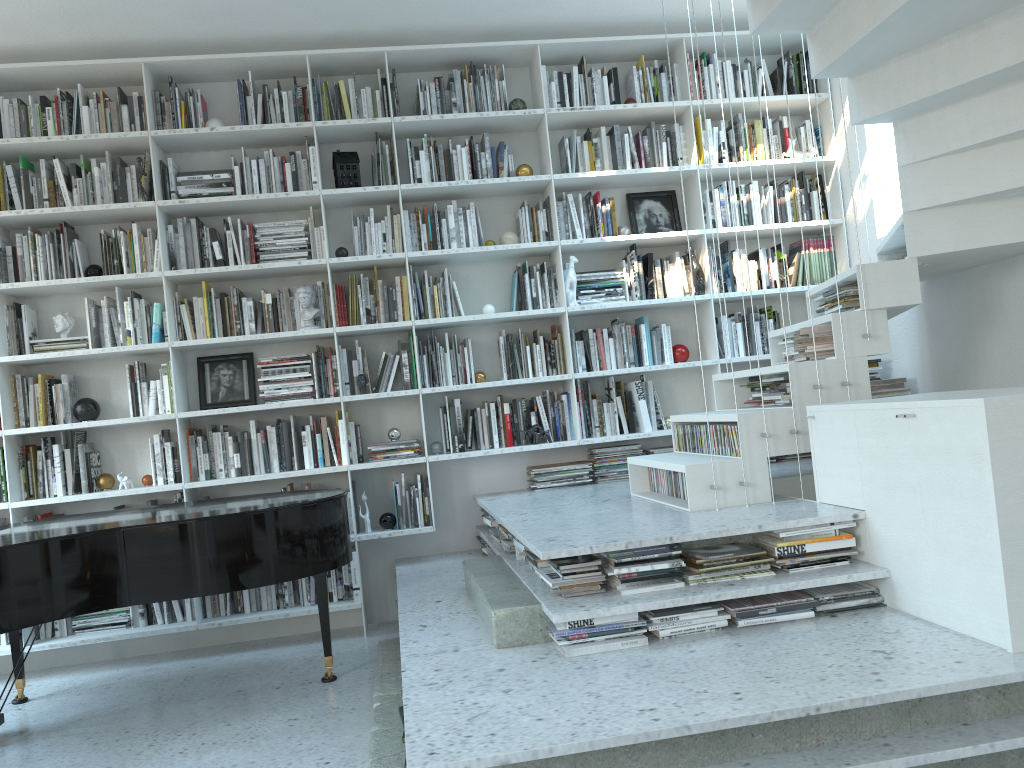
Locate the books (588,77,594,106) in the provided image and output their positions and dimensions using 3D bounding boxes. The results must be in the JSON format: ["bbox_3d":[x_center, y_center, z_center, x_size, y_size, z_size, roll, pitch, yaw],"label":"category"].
[{"bbox_3d":[0.439,-1.648,5.149,0.030,0.220,0.133,-6,-1,-8],"label":"books"}]

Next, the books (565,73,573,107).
[{"bbox_3d":[0.318,-1.650,5.135,0.027,0.249,0.140,-6,-1,-8],"label":"books"}]

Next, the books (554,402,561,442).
[{"bbox_3d":[0.244,0.216,5.042,0.013,0.220,0.168,-6,-1,-8],"label":"books"}]

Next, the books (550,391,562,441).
[{"bbox_3d":[0.249,0.185,5.070,0.012,0.282,0.143,-6,-1,-8],"label":"books"}]

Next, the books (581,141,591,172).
[{"bbox_3d":[0.413,-1.271,5.108,0.025,0.207,0.175,-6,-1,-8],"label":"books"}]

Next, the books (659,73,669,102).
[{"bbox_3d":[0.871,-1.686,5.192,0.029,0.210,0.169,-6,-1,-8],"label":"books"}]

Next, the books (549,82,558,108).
[{"bbox_3d":[0.227,-1.608,5.088,0.022,0.182,0.190,-6,-1,-8],"label":"books"}]

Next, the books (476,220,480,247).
[{"bbox_3d":[-0.203,-0.830,5.047,0.015,0.189,0.103,-6,-1,-8],"label":"books"}]

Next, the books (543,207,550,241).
[{"bbox_3d":[0.188,-0.886,5.085,0.013,0.221,0.155,-6,-1,-8],"label":"books"}]

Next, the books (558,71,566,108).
[{"bbox_3d":[0.272,-1.643,5.102,0.026,0.241,0.184,-6,-1,-8],"label":"books"}]

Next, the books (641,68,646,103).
[{"bbox_3d":[0.748,-1.698,5.191,0.017,0.259,0.136,-6,-1,-8],"label":"books"}]

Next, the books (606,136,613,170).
[{"bbox_3d":[0.549,-1.299,5.144,0.025,0.238,0.143,-6,-1,-8],"label":"books"}]

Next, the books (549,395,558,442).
[{"bbox_3d":[0.223,0.196,5.052,0.021,0.264,0.150,-6,-1,-8],"label":"books"}]

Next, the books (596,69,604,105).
[{"bbox_3d":[0.500,-1.671,5.148,0.021,0.254,0.151,-6,-1,-8],"label":"books"}]

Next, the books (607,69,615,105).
[{"bbox_3d":[0.567,-1.677,5.167,0.012,0.254,0.161,-6,-1,-8],"label":"books"}]

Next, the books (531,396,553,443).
[{"bbox_3d":[0.167,0.200,5.034,0.070,0.266,0.186,-6,-1,-8],"label":"books"}]

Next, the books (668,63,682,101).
[{"bbox_3d":[0.951,-1.721,5.206,0.026,0.263,0.163,-6,-1,-8],"label":"books"}]

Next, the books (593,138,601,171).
[{"bbox_3d":[0.474,-1.285,5.130,0.030,0.224,0.158,-6,-1,-8],"label":"books"}]

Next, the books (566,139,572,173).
[{"bbox_3d":[0.314,-1.275,5.109,0.013,0.236,0.142,-6,-1,-8],"label":"books"}]

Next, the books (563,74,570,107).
[{"bbox_3d":[0.296,-1.639,5.114,0.024,0.231,0.168,-6,-1,-8],"label":"books"}]

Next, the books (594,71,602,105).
[{"bbox_3d":[0.480,-1.660,5.136,0.022,0.236,0.172,-6,-1,-8],"label":"books"}]

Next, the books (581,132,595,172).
[{"bbox_3d":[0.435,-1.299,5.117,0.026,0.261,0.167,-6,-1,-8],"label":"books"}]

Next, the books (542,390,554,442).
[{"bbox_3d":[0.205,0.183,5.050,0.013,0.294,0.134,-6,-1,-8],"label":"books"}]

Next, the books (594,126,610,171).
[{"bbox_3d":[0.523,-1.322,5.131,0.026,0.288,0.156,-6,-1,-8],"label":"books"}]

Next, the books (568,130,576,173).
[{"bbox_3d":[0.344,-1.301,5.114,0.051,0.282,0.166,-6,-1,-8],"label":"books"}]

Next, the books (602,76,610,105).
[{"bbox_3d":[0.526,-1.648,5.137,0.024,0.202,0.190,-6,-1,-8],"label":"books"}]

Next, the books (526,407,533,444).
[{"bbox_3d":[0.089,0.236,5.032,0.022,0.211,0.135,-6,-1,-8],"label":"books"}]

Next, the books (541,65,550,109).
[{"bbox_3d":[0.180,-1.659,5.103,0.028,0.294,0.150,-6,-1,-8],"label":"books"}]

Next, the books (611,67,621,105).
[{"bbox_3d":[0.590,-1.682,5.157,0.030,0.257,0.165,-6,-1,-8],"label":"books"}]

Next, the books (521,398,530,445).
[{"bbox_3d":[0.063,0.212,5.027,0.026,0.263,0.169,-6,-1,-8],"label":"books"}]

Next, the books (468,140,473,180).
[{"bbox_3d":[-0.244,-1.236,5.057,0.010,0.271,0.120,-6,-1,-8],"label":"books"}]

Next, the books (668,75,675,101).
[{"bbox_3d":[0.922,-1.691,5.223,0.031,0.211,0.131,-6,-1,-8],"label":"books"}]

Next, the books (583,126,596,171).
[{"bbox_3d":[0.450,-1.318,5.128,0.011,0.296,0.162,-6,-1,-8],"label":"books"}]

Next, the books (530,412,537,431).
[{"bbox_3d":[0.115,0.248,5.029,0.025,0.181,0.169,-6,-1,-8],"label":"books"}]

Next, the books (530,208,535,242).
[{"bbox_3d":[0.105,-0.880,5.090,0.011,0.227,0.131,-6,-1,-8],"label":"books"}]

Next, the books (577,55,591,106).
[{"bbox_3d":[0.415,-1.702,5.124,0.014,0.332,0.180,-6,-1,-8],"label":"books"}]

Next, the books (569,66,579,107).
[{"bbox_3d":[0.356,-1.669,5.123,0.048,0.278,0.150,-6,-1,-8],"label":"books"}]

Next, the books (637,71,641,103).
[{"bbox_3d":[0.717,-1.676,5.167,0.008,0.220,0.182,-6,-1,-8],"label":"books"}]

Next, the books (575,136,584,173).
[{"bbox_3d":[0.382,-1.288,5.128,0.026,0.250,0.130,-6,-1,-8],"label":"books"}]

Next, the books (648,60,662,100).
[{"bbox_3d":[0.842,-1.728,5.204,0.020,0.299,0.131,-6,-1,-8],"label":"books"}]

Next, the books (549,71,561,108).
[{"bbox_3d":[0.246,-1.644,5.104,0.025,0.250,0.178,-6,-1,-8],"label":"books"}]

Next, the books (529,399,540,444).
[{"bbox_3d":[0.129,0.213,5.034,0.012,0.249,0.164,-6,-1,-8],"label":"books"}]

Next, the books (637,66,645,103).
[{"bbox_3d":[0.734,-1.694,5.175,0.016,0.252,0.189,-6,-1,-8],"label":"books"}]

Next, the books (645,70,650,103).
[{"bbox_3d":[0.771,-1.684,5.172,0.007,0.226,0.170,-6,-1,-8],"label":"books"}]

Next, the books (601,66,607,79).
[{"bbox_3d":[0.536,-1.687,5.166,0.012,0.279,0.153,-6,-1,-8],"label":"books"}]

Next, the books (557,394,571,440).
[{"bbox_3d":[0.297,0.191,5.052,0.026,0.258,0.157,-6,-1,-8],"label":"books"}]

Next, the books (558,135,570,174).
[{"bbox_3d":[0.301,-1.282,5.110,0.012,0.254,0.161,-6,-1,-8],"label":"books"}]

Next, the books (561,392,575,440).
[{"bbox_3d":[0.321,0.182,5.056,0.025,0.272,0.171,-6,-1,-8],"label":"books"}]

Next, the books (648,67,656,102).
[{"bbox_3d":[0.808,-1.703,5.200,0.017,0.257,0.146,-6,-1,-8],"label":"books"}]

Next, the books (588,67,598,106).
[{"bbox_3d":[0.461,-1.672,5.133,0.014,0.262,0.168,-6,-1,-8],"label":"books"}]

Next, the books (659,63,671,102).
[{"bbox_3d":[0.892,-1.723,5.214,0.025,0.279,0.136,-6,-1,-8],"label":"books"}]

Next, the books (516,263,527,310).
[{"bbox_3d":[0.053,-0.537,5.063,0.016,0.290,0.135,-6,-1,-8],"label":"books"}]

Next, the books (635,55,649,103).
[{"bbox_3d":[0.759,-1.731,5.180,0.007,0.320,0.165,-6,-1,-8],"label":"books"}]

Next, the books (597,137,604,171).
[{"bbox_3d":[0.498,-1.293,5.148,0.024,0.236,0.146,-6,-1,-8],"label":"books"}]

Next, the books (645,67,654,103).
[{"bbox_3d":[0.787,-1.697,5.181,0.031,0.248,0.164,-6,-1,-8],"label":"books"}]

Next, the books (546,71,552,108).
[{"bbox_3d":[0.201,-1.646,5.115,0.014,0.264,0.140,-6,-1,-8],"label":"books"}]

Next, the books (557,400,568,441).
[{"bbox_3d":[0.275,0.208,5.042,0.025,0.228,0.176,-6,-1,-8],"label":"books"}]

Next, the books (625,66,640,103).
[{"bbox_3d":[0.702,-1.693,5.162,0.019,0.256,0.169,-6,-1,-8],"label":"books"}]

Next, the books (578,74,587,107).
[{"bbox_3d":[0.397,-1.649,5.130,0.030,0.231,0.148,-6,-1,-8],"label":"books"}]

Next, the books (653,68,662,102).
[{"bbox_3d":[0.829,-1.695,5.181,0.018,0.235,0.186,-6,-1,-8],"label":"books"}]
